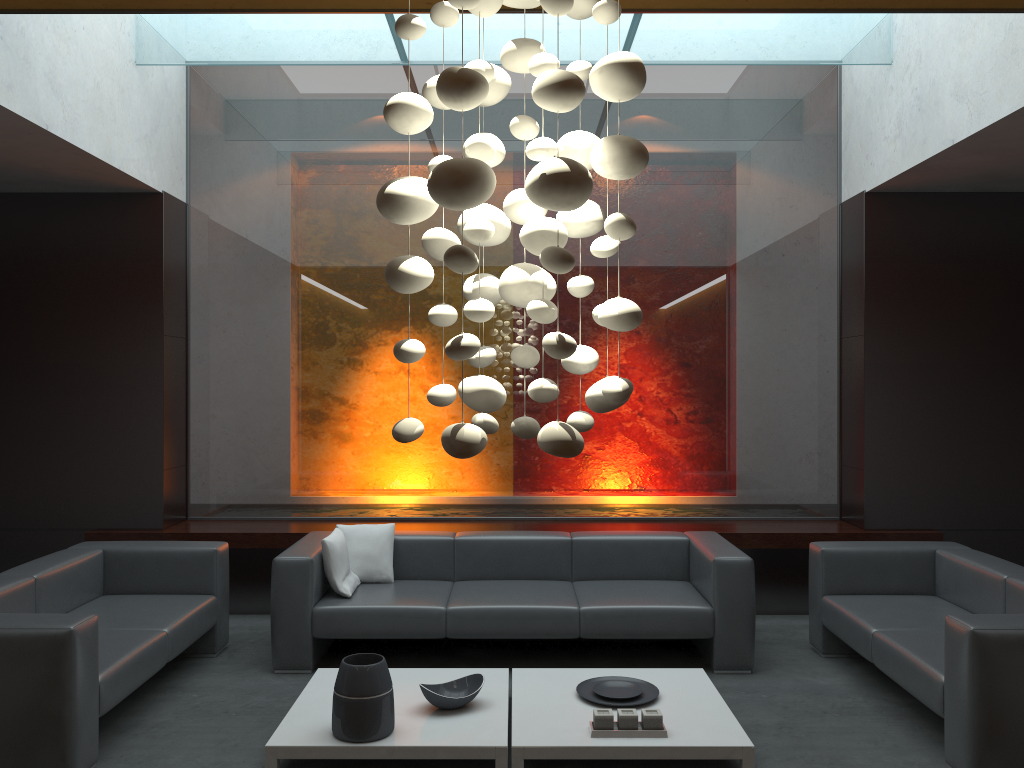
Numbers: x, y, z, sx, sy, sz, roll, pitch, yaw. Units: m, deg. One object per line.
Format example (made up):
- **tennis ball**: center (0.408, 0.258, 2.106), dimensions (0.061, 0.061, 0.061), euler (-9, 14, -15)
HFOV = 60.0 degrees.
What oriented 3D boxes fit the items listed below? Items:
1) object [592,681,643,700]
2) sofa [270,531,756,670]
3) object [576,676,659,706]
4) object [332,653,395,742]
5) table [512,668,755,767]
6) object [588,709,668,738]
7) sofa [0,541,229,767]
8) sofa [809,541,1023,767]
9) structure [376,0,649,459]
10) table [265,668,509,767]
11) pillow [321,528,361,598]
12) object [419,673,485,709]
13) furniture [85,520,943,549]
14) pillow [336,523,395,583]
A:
- **object**: center (0.505, 1.472, 4.241), dimensions (0.239, 0.027, 0.239), euler (0, 0, -28)
- **sofa**: center (0.006, 1.293, 5.461), dimensions (2.781, 0.652, 0.943), euler (0, 0, 0)
- **object**: center (0.505, 1.475, 4.241), dimensions (0.394, 0.027, 0.394), euler (0, 0, 17)
- **object**: center (-0.637, 1.334, 3.802), dimensions (0.265, 0.309, 0.265), euler (0, 0, -28)
- **table**: center (0.500, 1.565, 4.149), dimensions (1.000, 0.150, 1.000), euler (0, 0, 0)
- **object**: center (0.495, 1.441, 3.792), dimensions (0.326, 0.097, 0.118), euler (0, 0, 0)
- **sofa**: center (-2.222, 1.293, 4.557), dimensions (0.943, 0.652, 2.025), euler (0, 0, 0)
- **sofa**: center (2.303, 1.293, 4.549), dimensions (0.943, 0.652, 2.025), euler (0, 0, 0)
- **structure**: center (0.001, -0.596, 2.251), dimensions (1.002, 1.529, 1.002), euler (0, 0, -41)
- **table**: center (-0.517, 1.565, 4.150), dimensions (1.000, 0.150, 1.000), euler (0, 0, 0)
- **pillow**: center (-1.030, 1.071, 5.333), dimensions (0.186, 0.358, 0.376), euler (0, 0, -1)
- **object**: center (-0.276, 1.427, 4.095), dimensions (0.317, 0.125, 0.223), euler (0, 0, -33)
- **furniture**: center (0.012, 1.094, 6.494), dimensions (6.000, 0.109, 0.600), euler (0, 0, 0)
- **pillow**: center (-0.930, 1.070, 5.602), dimensions (0.376, 0.361, 0.169), euler (0, 0, -2)
